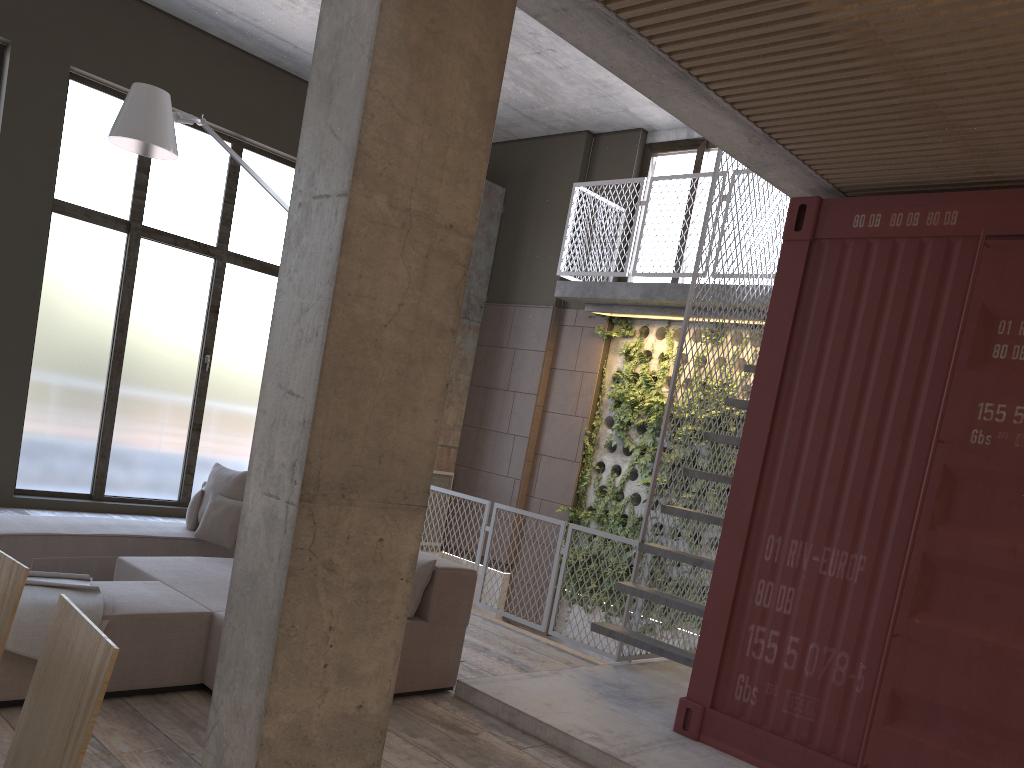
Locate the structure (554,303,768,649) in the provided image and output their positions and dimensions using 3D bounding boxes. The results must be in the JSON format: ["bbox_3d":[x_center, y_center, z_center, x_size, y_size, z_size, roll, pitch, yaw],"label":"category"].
[{"bbox_3d":[1.545,0.899,8.916,2.581,3.856,1.013,13,5,44],"label":"structure"}]

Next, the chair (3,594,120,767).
[{"bbox_3d":[-1.138,0.950,1.397,0.729,1.206,0.342,8,5,-41],"label":"chair"}]

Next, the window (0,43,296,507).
[{"bbox_3d":[-4.998,-1.037,8.194,0.205,4.203,9.311,15,2,43],"label":"window"}]

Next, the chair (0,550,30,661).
[{"bbox_3d":[-1.490,0.903,1.747,0.342,1.205,0.728,15,5,41],"label":"chair"}]

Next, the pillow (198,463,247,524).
[{"bbox_3d":[-2.222,0.896,6.706,0.223,0.562,0.554,6,4,-44],"label":"pillow"}]

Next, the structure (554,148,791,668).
[{"bbox_3d":[1.297,0.203,7.648,3.621,4.354,3.066,12,3,44],"label":"structure"}]

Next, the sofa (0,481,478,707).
[{"bbox_3d":[-2.347,1.120,5.328,2.951,0.791,3.046,8,-3,44],"label":"sofa"}]

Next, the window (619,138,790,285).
[{"bbox_3d":[2.597,-1.576,8.488,3.510,1.763,0.111,9,3,44],"label":"window"}]

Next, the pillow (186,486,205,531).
[{"bbox_3d":[-2.474,0.989,6.897,0.152,0.379,0.364,10,2,-13],"label":"pillow"}]

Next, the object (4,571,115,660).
[{"bbox_3d":[-2.735,1.118,4.059,1.613,0.507,1.029,12,-2,-28],"label":"object"}]

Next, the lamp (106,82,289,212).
[{"bbox_3d":[-1.997,-0.070,6.804,0.744,3.455,2.647,14,4,32],"label":"lamp"}]

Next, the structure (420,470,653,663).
[{"bbox_3d":[0.075,1.625,8.819,4.359,0.941,1.949,8,-3,44],"label":"structure"}]

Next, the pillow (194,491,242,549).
[{"bbox_3d":[-2.130,1.005,6.464,0.373,0.376,0.169,11,4,17],"label":"pillow"}]

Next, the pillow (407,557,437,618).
[{"bbox_3d":[-0.626,1.177,5.205,0.189,0.369,0.356,7,3,-41],"label":"pillow"}]
